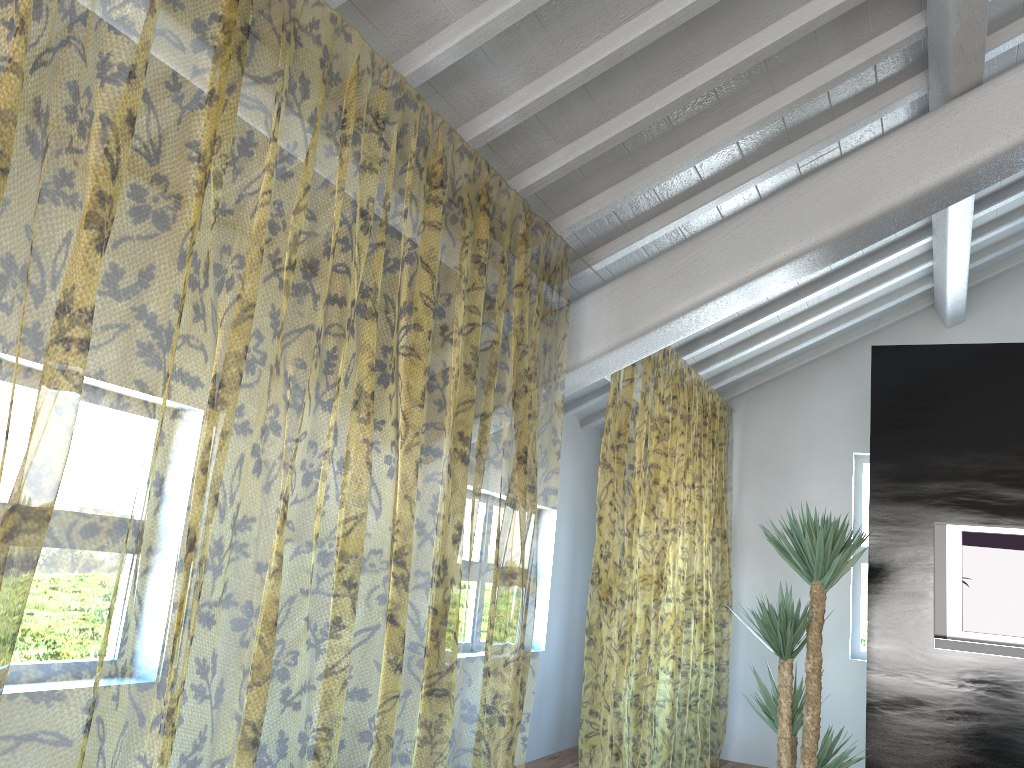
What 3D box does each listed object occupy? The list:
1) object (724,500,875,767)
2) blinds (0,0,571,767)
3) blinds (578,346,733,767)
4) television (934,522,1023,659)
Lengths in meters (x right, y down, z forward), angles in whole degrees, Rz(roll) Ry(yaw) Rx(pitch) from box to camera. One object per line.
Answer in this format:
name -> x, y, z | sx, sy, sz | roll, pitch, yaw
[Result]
object -> 1.167, 1.282, 3.639 | 0.564, 1.586, 0.588 | 13, -14, -29
blinds -> -0.618, 0.245, 2.101 | 0.306, 2.546, 3.505 | 0, -14, 26
blinds -> 0.982, 1.121, 5.400 | 0.306, 2.546, 2.780 | 0, -14, 26
television -> 2.777, 1.032, 4.282 | 1.336, 0.639, 0.044 | 0, -13, 26
